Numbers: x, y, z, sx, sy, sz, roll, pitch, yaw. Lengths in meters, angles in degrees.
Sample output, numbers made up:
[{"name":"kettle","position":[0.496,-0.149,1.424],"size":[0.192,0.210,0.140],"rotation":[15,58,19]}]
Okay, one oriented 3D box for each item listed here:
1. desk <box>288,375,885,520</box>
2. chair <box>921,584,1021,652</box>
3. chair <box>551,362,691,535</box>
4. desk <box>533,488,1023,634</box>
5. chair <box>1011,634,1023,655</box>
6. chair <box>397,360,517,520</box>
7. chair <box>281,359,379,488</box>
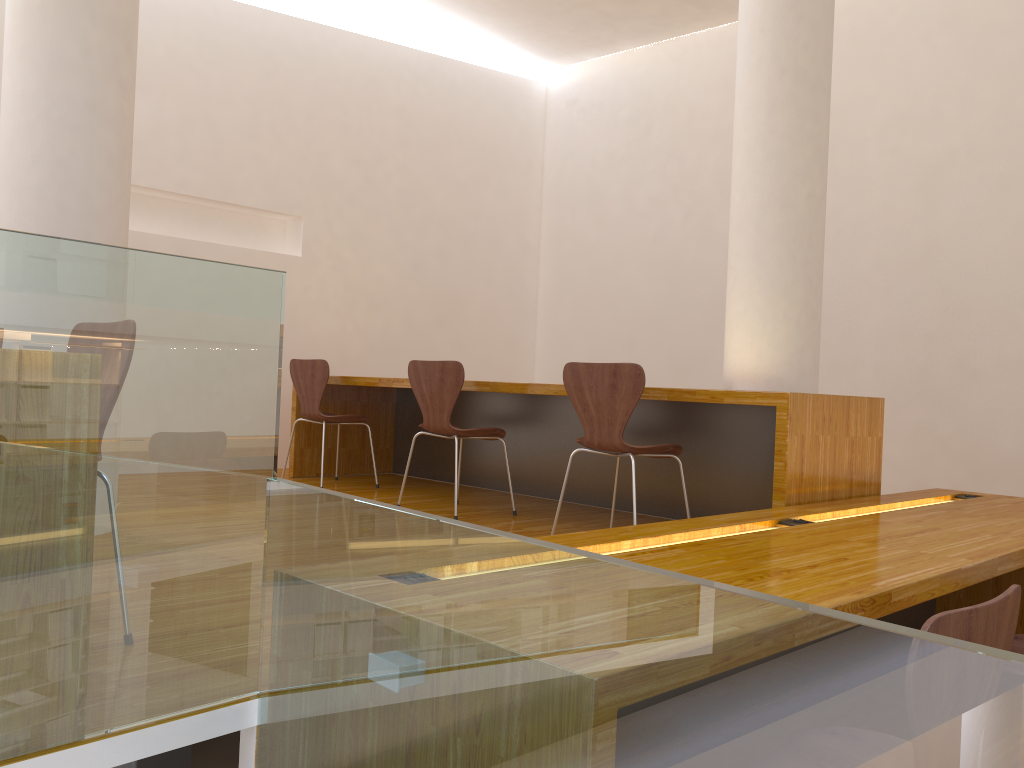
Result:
[{"name":"desk","position":[0.076,0.301,4.375],"size":[0.760,0.606,3.185],"rotation":[3,-1,-44]},{"name":"chair","position":[0.503,0.632,1.329],"size":[0.428,0.693,0.381],"rotation":[3,-1,-44]},{"name":"chair","position":[0.437,0.273,3.401],"size":[0.381,0.693,0.428],"rotation":[3,-1,-44]},{"name":"desk","position":[0.965,0.708,2.470],"size":[3.185,0.606,0.760],"rotation":[3,-1,-44]},{"name":"chair","position":[1.195,0.667,2.010],"size":[0.428,0.693,0.381],"rotation":[3,-1,-44]},{"name":"chair","position":[-0.243,0.246,4.094],"size":[0.381,0.693,0.428],"rotation":[3,-1,-44]},{"name":"chair","position":[-0.999,0.218,4.920],"size":[0.381,0.693,0.428],"rotation":[3,-1,-44]}]
